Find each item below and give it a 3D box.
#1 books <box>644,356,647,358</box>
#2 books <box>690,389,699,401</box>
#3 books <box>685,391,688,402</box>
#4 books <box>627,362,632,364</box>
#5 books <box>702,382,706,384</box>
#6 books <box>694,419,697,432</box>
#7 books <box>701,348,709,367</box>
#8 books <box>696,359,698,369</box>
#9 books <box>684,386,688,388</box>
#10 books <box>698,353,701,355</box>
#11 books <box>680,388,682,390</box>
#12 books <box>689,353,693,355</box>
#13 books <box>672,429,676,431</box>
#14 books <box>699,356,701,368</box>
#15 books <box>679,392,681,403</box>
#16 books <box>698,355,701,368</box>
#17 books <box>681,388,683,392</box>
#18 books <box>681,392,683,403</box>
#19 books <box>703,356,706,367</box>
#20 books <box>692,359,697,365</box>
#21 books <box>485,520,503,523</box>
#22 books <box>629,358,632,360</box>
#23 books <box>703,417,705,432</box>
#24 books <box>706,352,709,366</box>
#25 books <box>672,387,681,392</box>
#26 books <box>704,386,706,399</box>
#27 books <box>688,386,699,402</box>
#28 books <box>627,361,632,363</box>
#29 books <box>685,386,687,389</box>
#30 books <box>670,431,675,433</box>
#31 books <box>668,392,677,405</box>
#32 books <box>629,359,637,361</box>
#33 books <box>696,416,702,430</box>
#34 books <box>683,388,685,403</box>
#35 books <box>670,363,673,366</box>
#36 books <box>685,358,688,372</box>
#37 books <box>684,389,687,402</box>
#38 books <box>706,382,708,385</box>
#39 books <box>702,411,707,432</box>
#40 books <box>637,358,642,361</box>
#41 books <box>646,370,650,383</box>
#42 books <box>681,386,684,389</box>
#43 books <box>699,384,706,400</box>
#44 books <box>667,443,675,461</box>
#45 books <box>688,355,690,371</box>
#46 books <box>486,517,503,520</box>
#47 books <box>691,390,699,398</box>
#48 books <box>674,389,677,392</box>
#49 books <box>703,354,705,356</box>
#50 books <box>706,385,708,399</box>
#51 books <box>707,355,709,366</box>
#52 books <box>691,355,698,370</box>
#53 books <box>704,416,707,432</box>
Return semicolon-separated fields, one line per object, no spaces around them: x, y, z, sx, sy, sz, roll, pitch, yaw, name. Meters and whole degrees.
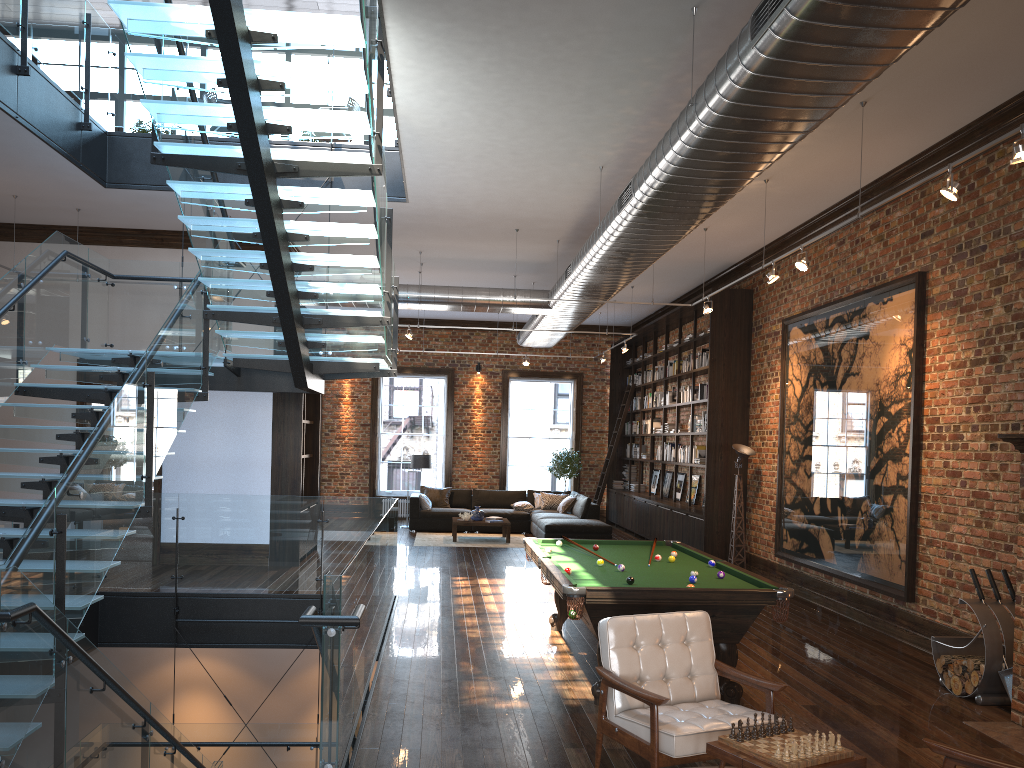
2.802;-0.555;18.292;0.205;0.024;0.249;2;-4;-1;books
3.054;0.199;14.792;0.171;0.238;0.057;2;1;-5;books
3.031;0.223;15.028;0.181;0.209;0.024;2;1;-5;books
2.688;-0.452;19.627;0.213;0.014;0.357;2;-4;-8;books
3.118;0.126;14.173;0.162;0.297;0.012;2;1;-5;books
3.060;0.689;14.545;0.184;0.222;0.033;2;1;-5;books
3.117;-0.399;14.175;0.180;0.332;0.016;2;1;-5;books
3.090;-0.309;14.404;0.190;0.182;0.025;2;1;-5;books
3.026;0.190;15.259;0.152;0.307;0.016;2;1;-5;books
3.108;-0.362;14.450;0.150;0.295;0.032;2;1;-5;books
2.995;0.220;15.502;0.179;0.275;0.098;2;1;-5;books
3.065;-0.350;14.915;0.183;0.330;0.008;2;1;-5;books
2.958;0.823;15.822;0.173;0.018;0.239;2;-4;-1;books
3.113;-0.339;14.319;0.168;0.231;0.028;2;1;-5;books
2.995;0.248;15.424;0.223;0.209;0.064;2;1;-5;books
3.102;-0.342;14.347;0.184;0.242;0.030;2;1;-5;books
3.015;0.208;15.373;0.159;0.285;0.014;2;1;-5;books
3.011;0.241;15.295;0.181;0.208;0.030;2;1;-5;books
3.124;-0.341;14.055;0.190;0.202;0.027;2;1;-5;books
3.077;-0.302;14.703;0.188;0.208;0.051;2;1;-5;books
-0.313;2.418;15.619;0.262;0.024;0.205;3;-4;-27;books
2.701;-0.543;19.626;0.189;0.008;0.345;2;-4;0;books
3.112;0.648;14.018;0.179;0.237;0.036;2;1;-5;books
3.142;-0.369;13.980;0.165;0.258;0.100;2;0;-5;books
2.971;0.224;16.009;0.155;0.335;0.014;2;1;-5;books
3.114;0.144;13.950;0.187;0.230;0.035;2;1;-5;books
3.046;0.175;14.870;0.183;0.285;0.034;2;1;-5;books
2.682;-0.494;19.626;0.230;0.015;0.313;2;-4;-8;books
3.043;0.193;15.217;0.138;0.296;0.024;2;1;-5;books
2.947;0.865;15.822;0.204;0.035;0.267;2;-4;-4;books
2.950;0.270;15.947;0.272;0.241;0.083;2;1;-5;books
2.708;-0.530;19.627;0.190;0.017;0.300;2;-4;-6;books
3.093;0.665;14.514;0.138;0.268;0.034;2;1;-5;books
3.026;0.208;15.245;0.166;0.269;0.011;2;1;-5;books
2.954;-0.243;16.130;0.180;0.271;0.011;2;1;-5;books
3.039;-0.306;15.053;0.185;0.258;0.032;2;1;-5;books
3.029;0.217;15.174;0.160;0.242;0.031;2;1;-5;books
3.144;0.120;13.992;0.159;0.285;0.014;2;1;-5;books
3.103;0.598;14.041;0.180;0.340;0.013;2;1;-5;books
2.759;-0.512;18.683;0.229;0.034;0.273;2;-4;-1;books
2.811;-0.139;17.979;0.163;0.297;0.029;2;1;-5;books
3.016;0.197;15.514;0.143;0.324;0.116;2;1;-5;books
3.081;0.130;14.023;0.245;0.266;0.038;2;1;-5;books
2.935;1.238;16.188;0.183;0.336;0.015;2;1;-5;books
3.049;-0.336;14.901;0.183;0.300;0.018;2;1;-5;books
-0.321;2.413;15.959;0.205;0.028;0.262;0;-4;28;books
3.065;0.206;14.764;0.182;0.219;0.050;2;1;-5;books
2.989;0.241;15.998;0.133;0.300;0.012;2;1;-5;books
3.126;-0.355;14.106;0.172;0.236;0.025;2;1;-5;books
3.126;0.133;13.851;0.189;0.240;0.016;2;1;-5;books
3.140;-0.364;13.856;0.169;0.232;0.146;2;0;-5;books
3.069;-0.335;14.755;0.180;0.279;0.009;2;1;-5;books
3.123;0.621;13.948;0.167;0.282;0.072;2;1;-5;books
